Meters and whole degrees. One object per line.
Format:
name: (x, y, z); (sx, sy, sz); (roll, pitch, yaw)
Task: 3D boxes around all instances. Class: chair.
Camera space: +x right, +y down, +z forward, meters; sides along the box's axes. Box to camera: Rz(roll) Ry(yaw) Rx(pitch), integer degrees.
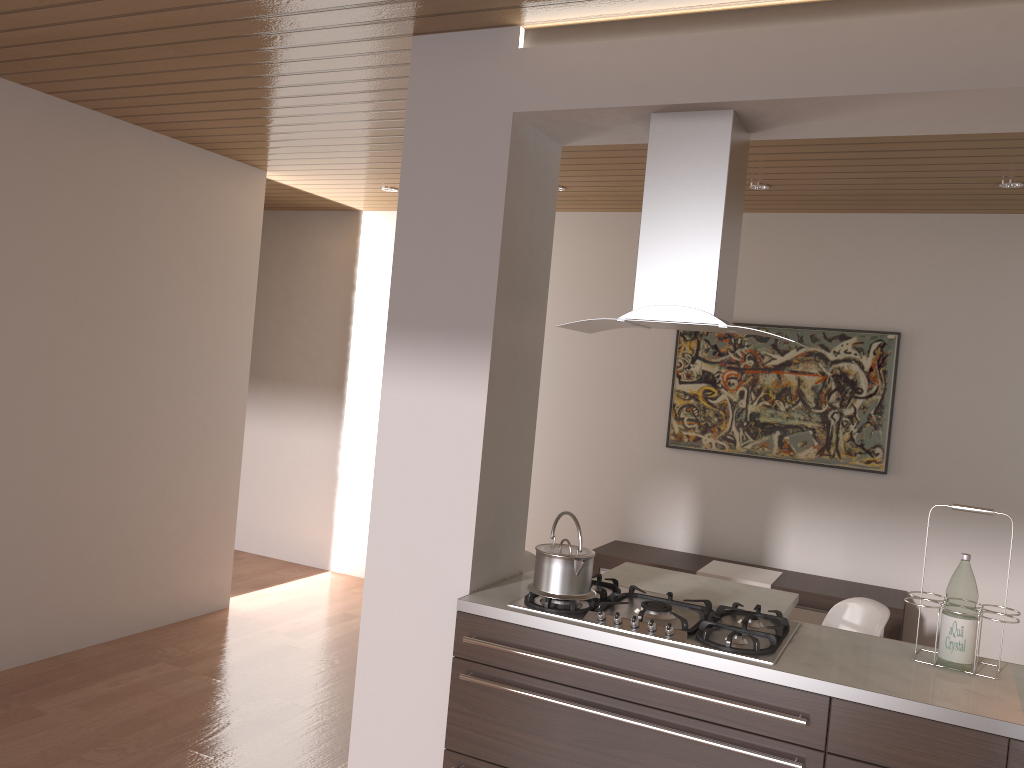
chair: (0.184, 1.164, 3.695); (0.608, 0.847, 0.491); (6, 1, 31)
chair: (1.108, 1.252, 3.455); (0.608, 0.847, 0.491); (5, 1, -4)

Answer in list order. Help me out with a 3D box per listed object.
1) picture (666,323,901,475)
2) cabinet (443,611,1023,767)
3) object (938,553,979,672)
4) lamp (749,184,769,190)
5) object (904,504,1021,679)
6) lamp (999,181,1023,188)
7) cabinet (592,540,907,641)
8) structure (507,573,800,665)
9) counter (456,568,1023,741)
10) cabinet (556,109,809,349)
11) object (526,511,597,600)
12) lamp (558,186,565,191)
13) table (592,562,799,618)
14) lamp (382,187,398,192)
picture: (1.570, 0.054, 5.251); (1.277, 0.801, 0.018); (6, 1, 26)
cabinet: (0.599, 1.218, 1.964); (2.150, 0.870, 1.850); (6, 1, 26)
object: (1.254, 0.634, 2.481); (0.091, 0.319, 0.091); (5, 1, -29)
lamp: (1.295, -1.055, 4.637); (0.102, 0.055, 0.102); (6, 1, 43)
object: (1.287, 0.573, 2.526); (0.291, 0.453, 0.210); (6, 1, 31)
lamp: (2.330, -0.952, 4.134); (0.102, 0.055, 0.102); (6, 1, 43)
cabinet: (1.283, 1.362, 5.047); (1.740, 0.608, 0.540); (6, 1, 26)
structure: (0.449, 0.696, 2.753); (0.797, 0.047, 0.494); (6, 1, 26)
counter: (0.641, 0.767, 1.956); (2.150, 0.036, 1.850); (6, 1, 26)
cabinet: (0.849, -0.294, 1.945); (2.058, 1.032, 1.399); (6, 1, 30)
object: (0.166, 0.522, 2.766); (0.221, 0.251, 0.221); (6, 1, 19)
lamp: (0.260, -1.157, 5.140); (0.102, 0.055, 0.102); (5, 1, 9)
table: (0.631, 1.251, 3.586); (0.800, 0.758, 1.100); (6, 1, 26)
lamp: (-0.775, -1.260, 5.643); (0.102, 0.055, 0.102); (5, 1, 9)
